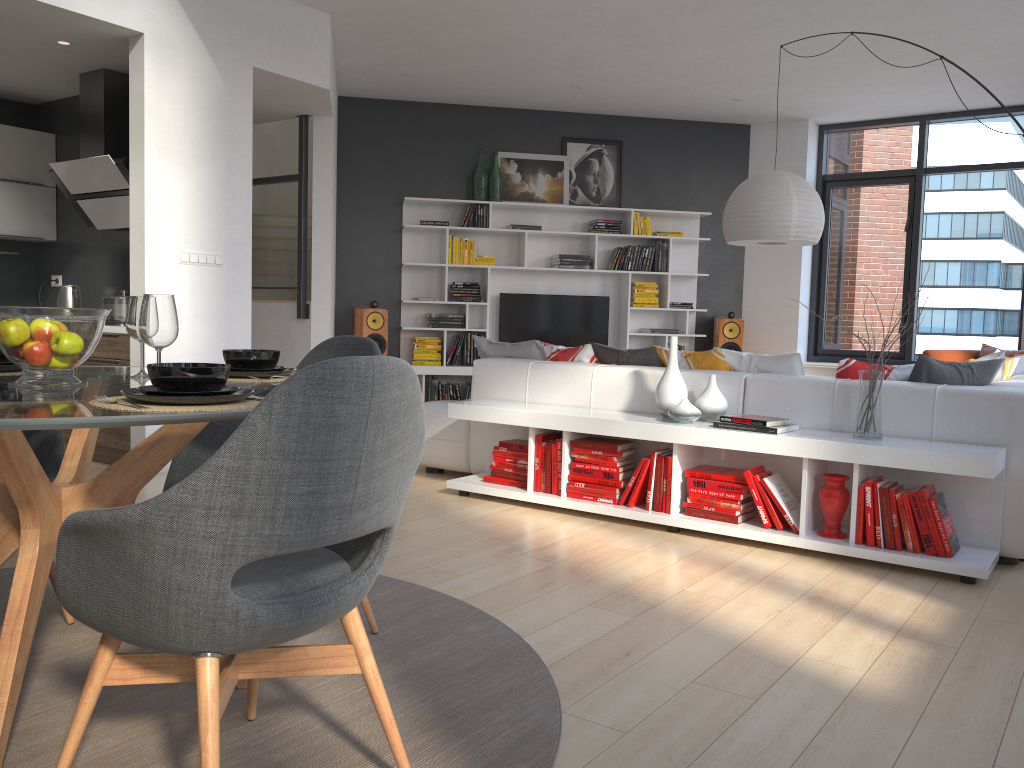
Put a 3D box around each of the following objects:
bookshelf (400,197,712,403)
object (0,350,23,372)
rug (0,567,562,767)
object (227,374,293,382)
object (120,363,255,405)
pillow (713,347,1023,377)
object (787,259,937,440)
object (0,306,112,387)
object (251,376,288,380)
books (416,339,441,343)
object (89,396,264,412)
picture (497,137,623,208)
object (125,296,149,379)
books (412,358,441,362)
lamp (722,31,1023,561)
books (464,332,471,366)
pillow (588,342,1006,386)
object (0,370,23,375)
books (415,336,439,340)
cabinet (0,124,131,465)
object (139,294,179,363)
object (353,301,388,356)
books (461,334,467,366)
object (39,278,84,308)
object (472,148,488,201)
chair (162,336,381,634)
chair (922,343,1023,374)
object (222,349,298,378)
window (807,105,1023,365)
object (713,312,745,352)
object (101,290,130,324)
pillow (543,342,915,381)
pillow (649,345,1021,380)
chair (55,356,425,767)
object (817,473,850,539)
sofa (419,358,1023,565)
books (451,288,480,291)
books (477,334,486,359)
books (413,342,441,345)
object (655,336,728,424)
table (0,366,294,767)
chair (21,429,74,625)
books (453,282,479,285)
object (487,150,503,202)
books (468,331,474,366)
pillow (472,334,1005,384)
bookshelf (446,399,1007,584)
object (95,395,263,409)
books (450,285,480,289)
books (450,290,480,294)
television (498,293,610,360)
[{"bbox_3d":[0.444,-0.689,8.607,3.000,2.052,0.455,1,4,-10],"label":"bookshelf"},{"bbox_3d":[-1.472,-0.074,2.477,0.258,0.074,0.258,3,4,15],"label":"object"},{"bbox_3d":[-1.127,0.768,2.190,2.499,0.010,2.499,2,4,8],"label":"rug"},{"bbox_3d":[-0.755,-0.021,2.537,0.360,0.002,0.360,1,4,-13],"label":"object"},{"bbox_3d":[-0.658,-0.002,1.809,0.258,0.074,0.258,-1,5,-35],"label":"object"},{"bbox_3d":[2.120,0.012,5.027,2.156,0.456,0.580,-1,5,-29],"label":"pillow"},{"bbox_3d":[1.496,-0.137,3.647,0.607,0.744,0.406,0,4,-15],"label":"object"},{"bbox_3d":[-1.106,-0.091,2.114,0.278,0.184,0.278,6,6,43],"label":"object"},{"bbox_3d":[-0.762,-0.029,2.542,0.309,0.015,0.206,5,5,39],"label":"object"},{"bbox_3d":[-0.804,-0.415,8.505,0.234,0.024,0.171,1,4,-6],"label":"books"},{"bbox_3d":[-0.664,0.036,1.808,0.360,0.002,0.360,1,4,-13],"label":"object"},{"bbox_3d":[0.465,-2.076,8.712,1.279,0.707,0.076,1,4,-10],"label":"picture"},{"bbox_3d":[-1.000,-0.127,2.399,0.083,0.220,0.083,2,4,7],"label":"object"},{"bbox_3d":[-0.820,-0.230,8.504,0.269,0.025,0.213,1,4,-7],"label":"books"},{"bbox_3d":[2.061,-0.618,4.234,0.710,2.647,3.199,0,4,-19],"label":"lamp"},{"bbox_3d":[-0.432,-0.339,8.557,0.034,0.314,0.237,1,4,-10],"label":"books"},{"bbox_3d":[1.343,0.024,4.612,2.120,0.436,0.608,4,5,31],"label":"pillow"},{"bbox_3d":[-1.479,-0.037,2.485,0.360,0.002,0.360,2,4,10],"label":"object"},{"bbox_3d":[-0.817,-0.442,8.525,0.234,0.024,0.171,1,4,-6],"label":"books"},{"bbox_3d":[-4.081,-0.722,4.320,2.402,2.501,4.694,5,5,35],"label":"cabinet"},{"bbox_3d":[-0.793,-0.091,1.991,0.083,0.220,0.083,1,4,-4],"label":"object"},{"bbox_3d":[-1.351,-0.236,8.342,0.290,1.088,0.434,0,5,-25],"label":"object"},{"bbox_3d":[-0.463,-0.331,8.547,0.028,0.301,0.213,1,4,-10],"label":"books"},{"bbox_3d":[-3.296,-0.619,6.495,0.590,0.318,0.179,5,6,42],"label":"object"},{"bbox_3d":[-0.304,-1.980,8.421,0.157,0.507,0.157,2,4,3],"label":"object"},{"bbox_3d":[-0.704,0.303,2.621,0.655,0.891,0.619,5,6,41],"label":"chair"},{"bbox_3d":[3.973,0.107,7.229,0.843,0.858,0.896,0,5,-23],"label":"chair"},{"bbox_3d":[-0.747,-0.059,2.543,0.258,0.074,0.258,3,4,15],"label":"object"},{"bbox_3d":[3.929,-1.369,8.598,1.960,2.402,0.170,5,5,35],"label":"window"},{"bbox_3d":[2.166,-0.184,8.959,0.290,1.088,0.434,2,4,5],"label":"object"},{"bbox_3d":[-2.605,-0.519,5.963,0.288,0.223,0.315,1,4,-14],"label":"object"},{"bbox_3d":[1.070,0.029,4.793,2.250,0.449,0.575,4,5,32],"label":"pillow"},{"bbox_3d":[1.814,0.029,4.937,2.095,0.440,0.630,1,4,-8],"label":"pillow"},{"bbox_3d":[-0.493,0.378,1.683,0.619,0.891,0.655,5,5,36],"label":"chair"},{"bbox_3d":[1.366,0.516,3.764,0.125,0.258,0.125,3,4,12],"label":"object"},{"bbox_3d":[1.459,0.229,5.533,3.424,0.732,2.614,5,5,35],"label":"sofa"},{"bbox_3d":[-0.449,-0.905,8.505,0.264,0.020,0.189,1,4,-7],"label":"books"},{"bbox_3d":[-0.298,-0.328,8.580,0.051,0.297,0.230,1,4,-10],"label":"books"},{"bbox_3d":[-0.813,-0.391,8.509,0.238,0.023,0.167,2,4,5],"label":"books"},{"bbox_3d":[0.834,-0.024,4.214,0.319,0.398,0.316,-1,5,-31],"label":"object"},{"bbox_3d":[-1.108,0.382,2.155,1.499,0.764,1.499,3,5,24],"label":"table"},{"bbox_3d":[-1.695,0.275,2.623,0.619,0.891,0.655,5,5,36],"label":"chair"},{"bbox_3d":[-0.441,-0.958,8.495,0.246,0.026,0.180,1,4,-3],"label":"books"},{"bbox_3d":[-0.161,-1.982,8.504,0.157,0.507,0.157,2,4,3],"label":"object"},{"bbox_3d":[-0.400,-0.344,8.566,0.026,0.326,0.237,1,4,-10],"label":"books"},{"bbox_3d":[1.182,-0.022,5.118,2.953,0.453,0.647,3,5,23],"label":"pillow"},{"bbox_3d":[0.816,0.428,4.180,2.600,0.500,0.356,5,5,35],"label":"bookshelf"},{"bbox_3d":[-0.666,0.027,1.820,0.206,0.015,0.309,5,5,39],"label":"object"},{"bbox_3d":[-0.447,-0.932,8.523,0.284,0.030,0.214,1,4,-2],"label":"books"},{"bbox_3d":[-0.448,-0.880,8.504,0.284,0.030,0.214,1,4,-2],"label":"books"},{"bbox_3d":[0.412,-0.525,8.726,1.102,0.704,0.207,1,4,-10],"label":"television"}]
